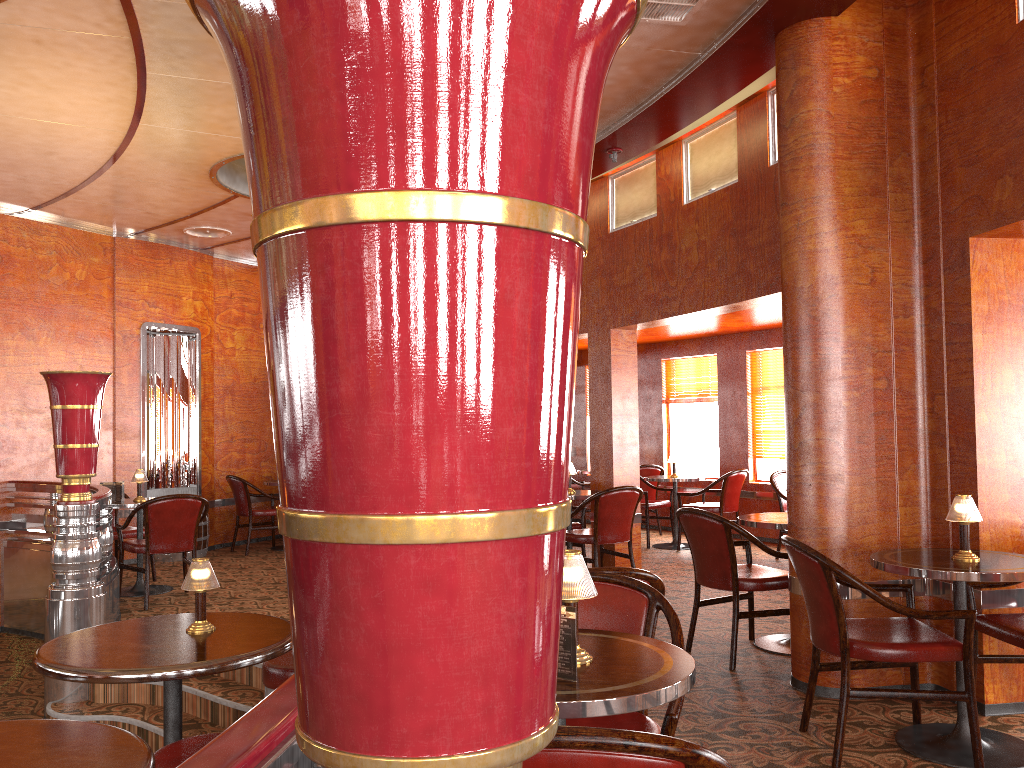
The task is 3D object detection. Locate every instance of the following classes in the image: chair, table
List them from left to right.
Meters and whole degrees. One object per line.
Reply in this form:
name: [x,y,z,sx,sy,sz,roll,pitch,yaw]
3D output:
table: [-1.166,1.286,1.764,0.849,0.960,0.850,-2,-2,18]
chair: [-3.424,1.271,7.504,0.615,0.816,0.588,-3,-3,36]
table: [-2.965,1.291,7.067,0.640,0.720,0.640,1,-3,-45]
chair: [-2.586,1.215,6.608,0.588,0.816,0.615,1,-3,-39]
table: [-1.157,1.347,3.027,0.849,0.960,0.850,-1,-2,-4]
chair: [-0.849,1.419,2.510,0.350,0.755,0.350,0,-3,-33]
chair: [-2.665,1.346,9.284,0.615,0.816,0.588,1,-3,-39]
table: [-2.343,1.402,9.542,0.640,0.720,0.640,1,-3,-45]
chair: [-0.816,1.469,3.543,0.350,0.755,0.350,-2,-3,32]
chair: [0.235,1.213,7.492,0.588,0.816,0.615,1,-3,-39]
table: [0.106,0.999,2.049,0.640,0.720,0.640,1,-3,-31]
chair: [0.686,1.358,10.613,0.615,0.816,0.588,0,-2,-17]
chair: [0.103,0.929,1.589,0.588,0.816,0.615,-1,-2,6]
table: [0.467,1.244,7.201,0.640,0.720,0.640,1,-3,-45]
chair: [0.212,0.998,3.054,0.588,0.816,0.615,0,-2,-14]
chair: [0.180,0.968,2.420,0.588,0.816,0.615,-1,-2,11]
chair: [0.675,1.170,6.747,0.588,0.816,0.615,1,-3,-34]
table: [1.124,1.407,10.775,0.639,0.720,0.640,-1,-2,-4]
chair: [1.448,1.328,10.247,0.588,0.816,0.615,0,-2,-17]
chair: [1.337,1.291,9.451,0.615,0.816,0.588,-3,-3,41]
table: [1.691,1.320,9.165,0.640,0.720,0.640,-2,-3,27]
chair: [2.051,1.253,8.902,0.615,0.816,0.588,-3,-3,41]
chair: [1.229,1.068,4.828,0.615,0.816,0.588,0,-2,-24]
table: [1.618,1.120,5.026,0.640,0.720,0.640,-2,-3,27]
chair: [2.702,1.205,8.112,0.588,0.816,0.615,0,-2,-24]
chair: [1.381,0.999,3.444,0.615,0.816,0.588,-1,-2,1]
table: [1.743,1.041,3.436,0.640,0.720,0.640,-3,-3,36]
chair: [2.217,0.988,3.494,0.615,0.816,0.588,-1,-2,-4]

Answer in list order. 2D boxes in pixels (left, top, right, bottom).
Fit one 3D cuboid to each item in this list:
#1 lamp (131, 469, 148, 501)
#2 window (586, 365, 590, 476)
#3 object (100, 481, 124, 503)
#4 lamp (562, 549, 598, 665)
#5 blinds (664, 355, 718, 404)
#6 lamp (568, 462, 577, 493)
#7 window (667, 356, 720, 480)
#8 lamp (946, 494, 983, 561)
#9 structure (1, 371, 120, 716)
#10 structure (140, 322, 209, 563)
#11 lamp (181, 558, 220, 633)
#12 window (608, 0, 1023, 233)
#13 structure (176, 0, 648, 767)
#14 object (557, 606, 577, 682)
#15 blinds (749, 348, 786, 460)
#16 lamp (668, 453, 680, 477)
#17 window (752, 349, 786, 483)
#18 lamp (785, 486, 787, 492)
lamp: [-2.976,0.807,7.085,0.130,0.250,0.130,1,-3,-45]
window: [1.312,0.456,11.303,0.151,1.436,0.838,1,-3,-43]
object: [-3.122,0.853,7.019,0.195,0.156,0.169,-1,-2,11]
lamp: [0.135,0.514,2.060,0.130,0.250,0.130,-2,-2,27]
blinds: [2.100,-0.044,10.347,0.057,0.539,0.804,1,-3,-38]
lamp: [0.463,0.760,7.226,0.130,0.250,0.130,0,-2,-18]
window: [2.143,0.397,10.359,0.040,1.420,0.820,1,-3,-38]
lamp: [1.762,0.556,3.454,0.130,0.250,0.130,0,-2,-27]
structure: [-3.244,1.013,6.450,0.624,2.023,3.170,0,-3,-34]
structure: [-3.407,0.572,8.936,0.557,2.353,0.812,-2,-3,38]
lamp: [-1.104,0.746,3.145,0.130,0.250,0.130,-2,-2,27]
window: [0.876,-1.593,4.972,1.956,0.480,11.954,0,-3,-16]
structure: [-0.481,-0.003,2.698,0.549,3.603,4.356,-1,-2,-10]
object: [0.021,0.556,1.933,0.169,0.156,0.195,0,-3,-24]
blinds: [2.827,0.212,9.310,0.050,1.173,0.804,0,-3,-32]
lamp: [1.679,0.836,9.180,0.130,0.250,0.130,0,-2,-27]
window: [2.867,0.336,9.331,0.040,1.420,0.820,0,-3,-32]
lamp: [1.616,0.635,5.037,0.130,0.250,0.130,0,-2,-27]
